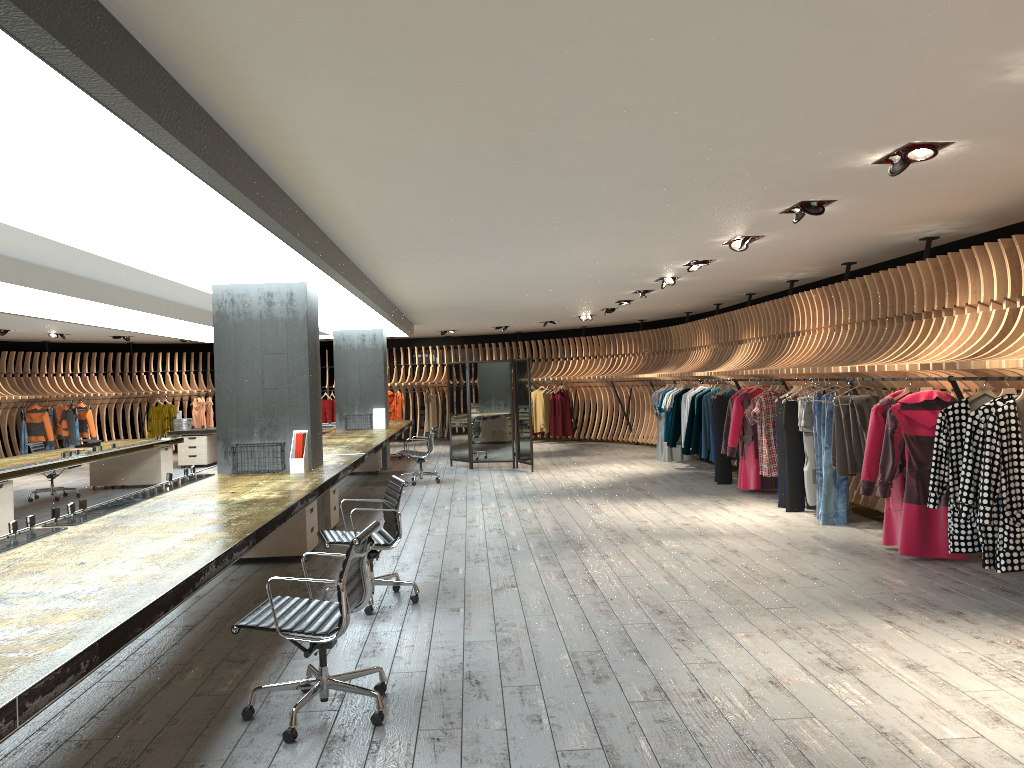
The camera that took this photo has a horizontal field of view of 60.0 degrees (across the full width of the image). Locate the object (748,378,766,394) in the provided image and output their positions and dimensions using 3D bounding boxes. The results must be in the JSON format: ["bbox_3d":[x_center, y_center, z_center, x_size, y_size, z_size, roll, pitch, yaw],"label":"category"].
[{"bbox_3d":[3.119,0.062,11.201,0.525,0.270,0.012,-2,-1,7],"label":"object"}]

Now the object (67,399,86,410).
[{"bbox_3d":[-9.674,0.458,19.479,0.549,0.243,0.023,-2,-1,-26],"label":"object"}]

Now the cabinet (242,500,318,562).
[{"bbox_3d":[-2.378,1.265,8.013,1.131,0.630,0.593,-2,0,-3],"label":"cabinet"}]

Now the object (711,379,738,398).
[{"bbox_3d":[3.049,0.061,12.413,0.525,0.270,0.012,-2,-1,22],"label":"object"}]

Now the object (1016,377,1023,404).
[{"bbox_3d":[3.373,0.080,5.790,0.525,0.270,0.012,-2,-1,-13],"label":"object"}]

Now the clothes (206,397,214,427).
[{"bbox_3d":[-7.488,0.904,21.964,0.125,1.156,0.447,-1,-1,-38],"label":"clothes"}]

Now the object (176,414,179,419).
[{"bbox_3d":[-6.757,0.656,17.913,0.062,0.109,0.062,-2,-1,-37],"label":"object"}]

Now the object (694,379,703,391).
[{"bbox_3d":[2.975,0.052,13.916,0.525,0.270,0.012,-2,-1,2],"label":"object"}]

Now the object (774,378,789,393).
[{"bbox_3d":[3.133,0.072,10.339,0.524,0.286,0.015,-2,-1,-18],"label":"object"}]

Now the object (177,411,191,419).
[{"bbox_3d":[-6.658,0.646,18.005,0.262,0.204,0.088,-2,-1,-4],"label":"object"}]

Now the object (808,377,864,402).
[{"bbox_3d":[3.232,0.064,8.819,0.548,0.256,0.023,-2,-1,23],"label":"object"}]

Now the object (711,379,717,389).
[{"bbox_3d":[3.005,0.057,13.145,0.525,0.270,0.012,-2,-1,-3],"label":"object"}]

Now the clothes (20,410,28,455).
[{"bbox_3d":[-10.078,1.247,18.356,0.200,1.422,0.308,-2,-1,-26],"label":"clothes"}]

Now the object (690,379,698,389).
[{"bbox_3d":[2.954,0.059,14.289,0.525,0.270,0.012,-2,-1,2],"label":"object"}]

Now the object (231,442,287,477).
[{"bbox_3d":[-2.343,0.695,8.221,0.459,0.290,0.329,-2,0,-5],"label":"object"}]

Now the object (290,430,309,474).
[{"bbox_3d":[-1.993,0.632,8.296,0.129,0.383,0.239,-2,0,-3],"label":"object"}]

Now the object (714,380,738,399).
[{"bbox_3d":[3.048,0.062,12.232,0.525,0.270,0.012,-2,-1,2],"label":"object"}]

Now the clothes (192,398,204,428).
[{"bbox_3d":[-7.719,0.913,21.802,0.447,1.156,0.125,-2,-1,32],"label":"clothes"}]

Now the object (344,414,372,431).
[{"bbox_3d":[-2.702,0.676,15.615,0.459,0.290,0.329,-2,0,0],"label":"object"}]

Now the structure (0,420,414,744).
[{"bbox_3d":[-4.061,1.209,9.731,4.836,0.844,18.473,-2,0,-3],"label":"structure"}]

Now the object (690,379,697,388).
[{"bbox_3d":[2.962,0.058,14.417,0.525,0.270,0.012,-2,-1,-3],"label":"object"}]

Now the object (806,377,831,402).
[{"bbox_3d":[3.195,0.053,9.203,0.549,0.243,0.023,-2,0,-41],"label":"object"}]

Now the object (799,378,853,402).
[{"bbox_3d":[3.207,0.055,9.046,0.549,0.243,0.023,-2,-1,4],"label":"object"}]

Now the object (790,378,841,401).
[{"bbox_3d":[3.191,0.057,9.312,0.549,0.250,0.023,-2,-1,-1],"label":"object"}]

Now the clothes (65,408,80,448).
[{"bbox_3d":[-9.654,1.227,19.467,0.309,1.422,0.200,-2,-1,-31],"label":"clothes"}]

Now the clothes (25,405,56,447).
[{"bbox_3d":[-10.025,0.891,18.675,0.839,0.881,0.201,-2,-1,12],"label":"clothes"}]

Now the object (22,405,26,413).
[{"bbox_3d":[-10.103,0.478,18.359,0.023,0.243,0.549,-2,0,-21],"label":"object"}]

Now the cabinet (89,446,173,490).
[{"bbox_3d":[-6.234,1.370,14.555,1.131,0.630,0.593,-2,0,-3],"label":"cabinet"}]

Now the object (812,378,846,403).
[{"bbox_3d":[3.206,0.057,8.939,0.549,0.243,0.023,-2,-1,-31],"label":"object"}]

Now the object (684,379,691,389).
[{"bbox_3d":[2.916,0.064,14.682,0.524,0.284,0.014,-2,-1,7],"label":"object"}]

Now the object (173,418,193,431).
[{"bbox_3d":[-6.693,0.826,18.055,0.303,0.239,0.497,-2,0,-2],"label":"object"}]

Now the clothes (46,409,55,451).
[{"bbox_3d":[-9.883,1.237,18.917,0.200,1.422,0.309,-2,-1,-11],"label":"clothes"}]

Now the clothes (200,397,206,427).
[{"bbox_3d":[-7.625,0.909,21.873,0.125,1.156,0.447,-2,-1,-33],"label":"clothes"}]

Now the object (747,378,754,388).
[{"bbox_3d":[3.085,0.062,11.445,0.525,0.270,0.012,-2,-1,-3],"label":"object"}]

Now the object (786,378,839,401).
[{"bbox_3d":[3.185,0.053,9.408,0.549,0.243,0.023,-2,-1,34],"label":"object"}]

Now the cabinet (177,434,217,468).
[{"bbox_3d":[-6.411,1.360,18.252,0.593,0.630,1.131,-2,0,-3],"label":"cabinet"}]

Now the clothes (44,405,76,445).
[{"bbox_3d":[-9.769,0.882,19.179,0.839,0.881,0.201,-2,-1,17],"label":"clothes"}]

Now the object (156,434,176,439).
[{"bbox_3d":[-5.808,0.890,14.882,0.302,0.074,0.217,-2,0,-8],"label":"object"}]

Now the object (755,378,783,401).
[{"bbox_3d":[3.129,0.064,10.553,0.525,0.270,0.012,-2,-1,-3],"label":"object"}]

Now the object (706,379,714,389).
[{"bbox_3d":[3.000,0.058,13.349,0.525,0.270,0.012,-2,-1,2],"label":"object"}]

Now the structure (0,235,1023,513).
[{"bbox_3d":[-3.240,0.332,5.709,14.882,2.440,36.549,-2,0,-3],"label":"structure"}]

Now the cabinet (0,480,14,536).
[{"bbox_3d":[-5.979,1.384,9.355,1.131,0.630,0.593,-2,0,-3],"label":"cabinet"}]

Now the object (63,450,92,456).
[{"bbox_3d":[-5.637,0.898,11.508,0.302,0.071,0.209,-2,0,-8],"label":"object"}]

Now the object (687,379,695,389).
[{"bbox_3d":[2.946,0.058,14.498,0.525,0.270,0.012,-2,-1,-3],"label":"object"}]

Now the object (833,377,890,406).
[{"bbox_3d":[3.270,0.065,8.305,0.547,0.262,0.023,-2,-1,-1],"label":"object"}]

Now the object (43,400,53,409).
[{"bbox_3d":[-9.910,0.469,18.934,0.023,0.243,0.549,-2,0,-6],"label":"object"}]

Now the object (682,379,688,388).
[{"bbox_3d":[2.923,0.052,14.855,0.525,0.270,0.012,-2,-1,-18],"label":"object"}]

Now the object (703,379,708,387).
[{"bbox_3d":[2.987,0.053,13.682,0.525,0.270,0.012,-2,-1,-3],"label":"object"}]

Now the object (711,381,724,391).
[{"bbox_3d":[3.029,0.058,13.035,0.525,0.270,0.012,-2,-1,-3],"label":"object"}]

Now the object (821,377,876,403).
[{"bbox_3d":[3.231,0.056,8.496,0.549,0.243,0.023,-2,-1,-1],"label":"object"}]

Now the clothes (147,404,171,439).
[{"bbox_3d":[-8.430,1.004,21.152,0.664,1.045,0.168,-2,-1,28],"label":"clothes"}]

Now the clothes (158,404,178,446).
[{"bbox_3d":[-8.305,0.999,21.286,0.664,1.045,0.168,-2,-1,28],"label":"clothes"}]

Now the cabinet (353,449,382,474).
[{"bbox_3d":[-2.860,1.250,15.406,1.131,0.630,0.593,-2,0,-3],"label":"cabinet"}]

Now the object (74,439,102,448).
[{"bbox_3d":[-6.372,0.891,13.329,0.261,0.111,0.373,-2,0,-3],"label":"object"}]

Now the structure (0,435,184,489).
[{"bbox_3d":[-5.905,1.272,9.856,1.162,0.844,10.450,-2,0,-3],"label":"structure"}]

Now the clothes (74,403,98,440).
[{"bbox_3d":[-9.558,0.870,19.715,0.839,0.881,0.201,-2,-1,27],"label":"clothes"}]

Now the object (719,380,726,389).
[{"bbox_3d":[3.028,0.058,12.711,0.525,0.270,0.012,-2,-1,7],"label":"object"}]

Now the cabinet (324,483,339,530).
[{"bbox_3d":[-2.444,1.261,9.364,1.131,0.630,0.593,-2,0,-3],"label":"cabinet"}]
